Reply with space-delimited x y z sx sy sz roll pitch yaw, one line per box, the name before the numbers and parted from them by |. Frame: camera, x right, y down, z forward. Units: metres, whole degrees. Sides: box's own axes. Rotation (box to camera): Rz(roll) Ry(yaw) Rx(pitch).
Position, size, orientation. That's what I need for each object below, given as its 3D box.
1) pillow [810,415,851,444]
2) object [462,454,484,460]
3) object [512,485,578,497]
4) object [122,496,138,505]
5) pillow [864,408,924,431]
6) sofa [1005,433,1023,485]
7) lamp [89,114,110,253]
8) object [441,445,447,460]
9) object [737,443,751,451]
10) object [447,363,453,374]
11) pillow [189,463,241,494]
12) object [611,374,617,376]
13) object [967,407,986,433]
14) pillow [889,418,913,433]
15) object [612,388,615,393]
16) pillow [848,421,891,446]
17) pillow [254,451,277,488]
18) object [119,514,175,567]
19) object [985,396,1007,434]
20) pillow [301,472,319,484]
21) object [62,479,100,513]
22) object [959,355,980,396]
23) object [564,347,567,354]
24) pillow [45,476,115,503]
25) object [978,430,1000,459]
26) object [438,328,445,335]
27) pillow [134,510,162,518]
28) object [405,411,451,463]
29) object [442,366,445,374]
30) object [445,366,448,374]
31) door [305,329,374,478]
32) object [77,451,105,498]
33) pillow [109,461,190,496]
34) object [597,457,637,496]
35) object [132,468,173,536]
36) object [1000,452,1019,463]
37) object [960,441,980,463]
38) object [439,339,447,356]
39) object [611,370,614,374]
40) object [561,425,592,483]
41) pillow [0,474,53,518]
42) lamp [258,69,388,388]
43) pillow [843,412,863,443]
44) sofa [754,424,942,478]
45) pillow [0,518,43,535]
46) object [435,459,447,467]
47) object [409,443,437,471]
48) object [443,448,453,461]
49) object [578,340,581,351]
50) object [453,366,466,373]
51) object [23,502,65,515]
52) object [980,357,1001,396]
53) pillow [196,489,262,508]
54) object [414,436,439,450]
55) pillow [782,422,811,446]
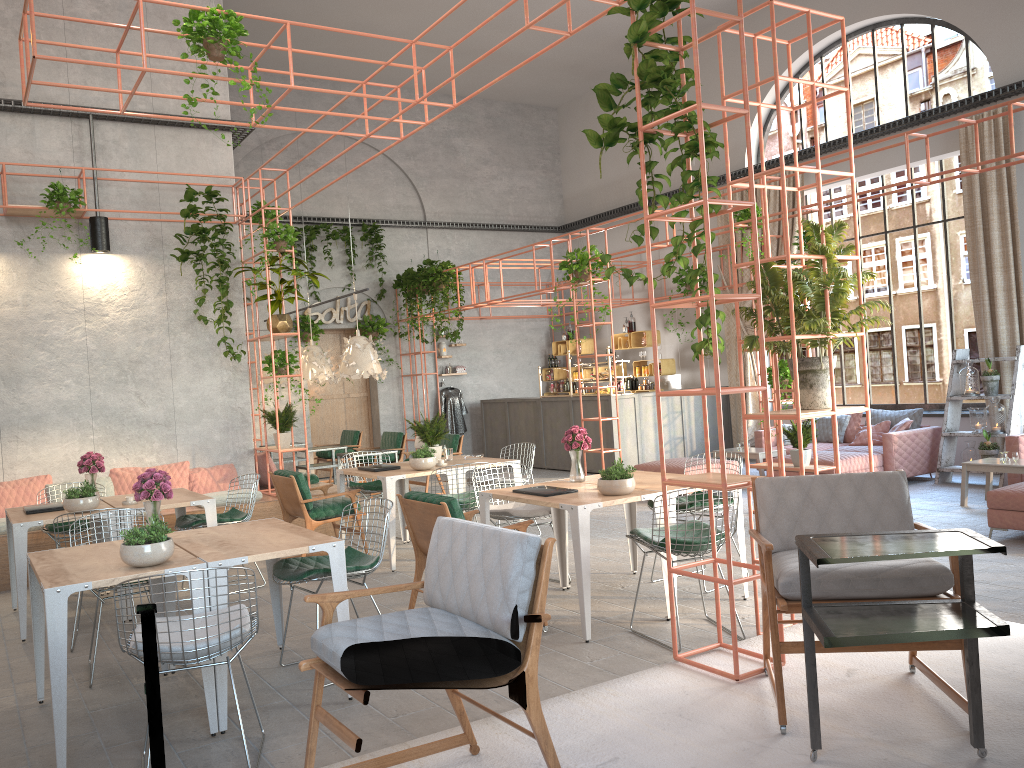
pillow | 4.386 0.630 12.379 0.289 0.385 0.666 -4 0 -32
object | -0.387 0.725 8.841 0.218 0.041 0.218 -4 0 -24
object | 0.224 0.736 6.059 0.268 0.031 0.427 -4 0 -32
object | -2.982 0.903 6.916 0.115 0.078 0.115 -4 0 -26
pillow | 4.988 0.565 11.672 0.273 0.476 0.836 -4 0 -32
sofa | 5.918 0.836 8.596 1.960 0.672 2.219 -4 0 -32
lamp | -4.341 -2.097 9.257 0.179 1.425 0.185 -4 0 -32
object | -0.774 0.698 8.988 0.165 0.154 0.210 -4 1 -42
object | 3.077 0.866 11.872 0.199 0.145 0.156 -4 0 -17
object | -1.206 -0.304 17.265 0.081 0.204 0.081 -4 0 -32
pillow | -3.324 1.100 9.777 0.666 0.385 0.289 -4 0 -37
object | 1.622 -0.157 14.303 0.152 0.058 0.095 -4 1 -41
object | 5.549 0.430 10.561 0.223 0.297 0.223 -4 0 -13
pillow | 4.894 0.620 11.219 0.308 0.349 0.495 -4 0 18
object | 1.594 0.100 14.334 0.073 0.104 0.240 -4 0 39
pillow | 4.703 0.649 11.631 0.479 0.317 0.441 -4 0 39
pillow | -3.032 1.028 10.682 0.276 0.474 0.839 -4 1 -42
object | -1.761 0.750 4.274 0.247 0.247 0.252 -4 0 -32
object | 5.643 0.359 10.342 0.219 0.430 0.216 -4 0 -38
pillow | -2.718 1.190 10.998 0.491 0.149 0.637 -4 0 -31
object | -3.206 0.832 6.594 0.248 0.247 0.254 -4 0 -32
object | 5.541 -0.110 10.750 0.216 0.500 0.216 -4 0 0
object | 1.113 -0.661 17.733 0.123 0.142 0.141 -4 0 -32
pillow | -4.409 1.178 9.099 0.666 0.385 0.289 -4 0 -37
object | 5.537 0.760 10.291 0.236 0.464 0.225 -4 0 36
object | -1.363 -1.014 17.180 0.133 0.145 0.133 -4 0 20
pillow | -3.906 1.284 8.935 0.637 0.149 0.491 -4 0 -31
object | -0.787 0.513 8.529 0.438 0.527 0.368 -4 0 -32
object | -1.339 -0.274 17.196 0.055 0.164 0.092 -4 0 -13
object | -1.272 -0.272 17.213 0.063 0.151 0.063 -4 1 44
door | -3.423 0.357 16.817 1.360 2.729 0.551 -4 0 -32
object | -3.449 0.760 7.287 0.213 0.414 0.225 -4 0 -40
pillow | -3.860 1.091 9.418 0.839 0.474 0.276 -4 0 -12
object | 0.670 0.601 5.736 0.247 0.247 0.252 -4 0 -32
object | -2.001 0.678 4.961 0.213 0.414 0.225 -4 0 -40
object | 4.945 0.760 8.873 0.199 0.145 0.156 -4 0 -17
object | 5.436 0.839 10.516 0.208 0.320 0.192 -4 0 -26
object | -1.341 -0.711 17.192 0.136 0.336 0.145 -4 0 -18
object | 1.562 -0.182 14.243 0.142 0.087 0.094 -4 0 -24
object | 0.480 0.512 6.512 0.213 0.414 0.225 -4 0 -40
pillow | -4.967 1.170 8.776 0.839 0.474 0.276 -4 1 -42
lamp | -3.041 -1.991 13.008 0.704 4.052 4.456 -4 0 -32
pillow | 4.518 0.589 12.447 0.276 0.474 0.839 -4 0 -32
sofa | 4.050 0.942 11.595 1.960 0.672 2.219 -4 0 -32
pillow | -4.793 1.348 8.380 0.637 0.149 0.491 -4 0 -31
object | -0.668 0.737 8.362 0.115 0.078 0.115 -4 0 -26
object | -0.817 0.661 8.088 0.248 0.247 0.254 -4 0 -32
object | -0.631 0.702 8.825 0.095 0.119 0.095 -4 0 -8
object | 1.362 -0.735 17.444 0.137 0.261 0.137 -4 0 4
object | -1.022 -0.284 17.379 0.219 0.149 0.129 -4 0 -32
object | -3.653 0.968 6.918 0.268 0.031 0.427 -4 0 -32
object | 5.676 -0.094 10.528 0.212 0.457 0.217 -4 0 -15
pillow | -3.045 1.222 9.473 0.637 0.149 0.491 -4 0 -31
object | -0.850 0.633 8.849 0.241 0.313 0.241 -4 0 13
pillow | 4.011 0.705 12.421 0.500 0.324 0.307 -4 0 3
